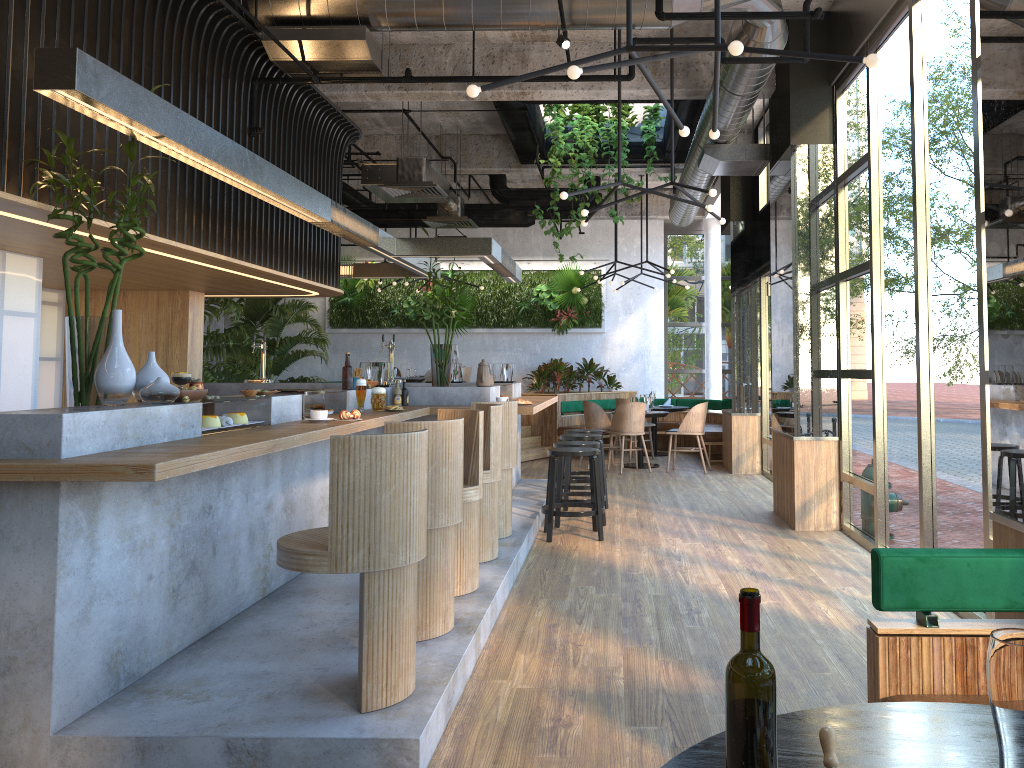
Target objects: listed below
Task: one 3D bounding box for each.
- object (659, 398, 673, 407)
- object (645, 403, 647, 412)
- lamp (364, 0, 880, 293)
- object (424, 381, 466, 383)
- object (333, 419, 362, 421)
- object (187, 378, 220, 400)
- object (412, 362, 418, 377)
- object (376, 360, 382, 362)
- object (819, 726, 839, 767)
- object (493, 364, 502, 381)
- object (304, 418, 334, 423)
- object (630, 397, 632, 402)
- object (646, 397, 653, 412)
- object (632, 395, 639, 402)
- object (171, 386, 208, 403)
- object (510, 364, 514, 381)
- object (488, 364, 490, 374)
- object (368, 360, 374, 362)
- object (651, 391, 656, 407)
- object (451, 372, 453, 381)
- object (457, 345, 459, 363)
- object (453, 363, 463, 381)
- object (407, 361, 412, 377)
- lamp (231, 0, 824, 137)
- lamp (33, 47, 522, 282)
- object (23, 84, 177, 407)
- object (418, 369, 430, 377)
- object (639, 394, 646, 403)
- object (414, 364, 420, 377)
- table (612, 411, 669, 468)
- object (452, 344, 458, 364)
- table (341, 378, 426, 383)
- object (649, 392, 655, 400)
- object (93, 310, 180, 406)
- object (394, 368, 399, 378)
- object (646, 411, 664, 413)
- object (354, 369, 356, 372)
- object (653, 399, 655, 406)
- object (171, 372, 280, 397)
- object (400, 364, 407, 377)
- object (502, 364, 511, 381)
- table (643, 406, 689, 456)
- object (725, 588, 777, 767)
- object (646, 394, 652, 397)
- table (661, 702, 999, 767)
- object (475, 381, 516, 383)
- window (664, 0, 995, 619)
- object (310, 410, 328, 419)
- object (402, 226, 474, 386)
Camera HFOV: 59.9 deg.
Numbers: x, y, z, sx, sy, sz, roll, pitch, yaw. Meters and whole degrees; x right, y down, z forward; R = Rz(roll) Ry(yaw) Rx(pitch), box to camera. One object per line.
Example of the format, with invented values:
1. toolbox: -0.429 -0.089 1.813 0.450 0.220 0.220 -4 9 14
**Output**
1. object: 2.430 0.298 14.026 0.238 0.139 0.227 0 0 -12
2. object: 1.861 0.322 12.586 0.223 0.139 0.242 0 0 30
3. lamp: -0.738 -2.269 5.402 5.064 1.827 18.957 0 1 6
4. object: -0.716 -0.021 9.676 0.436 0.019 0.273 0 1 3
5. object: -0.964 0.210 5.209 0.163 0.005 0.171 0 1 16
6. object: -1.514 0.023 4.350 0.161 0.107 0.086 0 -2 -40
7. object: -1.620 -0.247 14.861 0.095 0.246 0.090 1 -3 -13
8. object: -1.811 -0.200 12.046 0.096 0.246 0.089 2 -3 -24
9. object: 0.451 0.499 1.148 0.143 0.124 0.097 0 -2 -15
10. object: -0.160 -0.117 9.695 0.102 0.210 0.108 -1 -3 19
11. object: -1.093 0.206 5.022 0.161 0.020 0.160 0 1 1
12. object: 1.697 0.286 12.381 0.105 0.210 0.105 0 -3 4
13. object: 1.925 0.285 12.410 0.100 0.210 0.110 -2 -4 44
14. object: 1.703 0.269 12.265 0.093 0.246 0.092 0 -3 -2
15. object: -1.497 0.046 3.979 0.188 0.073 0.232 0 1 24
16. object: -0.035 -0.118 9.741 0.102 0.210 0.108 -1 -3 19
17. object: -0.288 -0.116 9.635 0.106 0.210 0.104 0 -3 -1
18. object: -1.874 -0.195 11.786 0.089 0.246 0.096 -2 -4 32
19. object: 2.247 0.238 14.135 0.095 0.246 0.090 1 -3 -13
20. object: -0.698 -0.118 9.633 0.107 0.210 0.103 1 -3 -11
21. object: -0.634 -0.329 9.743 0.107 0.210 0.103 1 -3 -11
22. object: -0.584 -0.118 9.618 0.106 0.210 0.104 0 -3 -1
23. object: -1.593 -0.229 13.780 0.095 0.246 0.090 1 -3 -13
24. lamp: -0.234 -2.356 1.101 3.780 1.534 10.041 0 1 3
25. lamp: -2.430 -2.138 6.407 4.994 2.138 6.711 0 1 -1
26. object: -1.751 -0.539 3.798 0.641 1.554 0.611 -2 -4 43
27. object: -1.437 -0.187 14.752 0.238 0.139 0.227 0 0 -12
28. object: 1.808 0.269 12.287 0.096 0.246 0.088 2 -3 -28
29. object: -2.641 -0.317 11.432 0.103 0.503 7.611 -1 1 16
30. table: 1.782 0.765 12.318 0.800 0.748 0.797 0 -1 1
31. object: -0.641 -0.327 9.652 0.107 0.210 0.103 1 -3 -11
32. table: -1.721 0.302 11.893 1.120 0.753 1.077 0 -1 -10
33. object: 2.183 0.242 13.875 0.095 0.246 0.090 1 -3 -13
34. object: -1.590 -0.110 3.749 0.330 0.399 0.304 1 -2 -37
35. object: -1.628 -0.139 11.938 0.224 0.139 0.241 0 0 27
36. object: 1.959 0.383 12.229 0.165 0.019 0.243 -1 1 -41
37. object: -2.070 -0.139 11.953 0.234 0.139 0.231 0 0 -2
38. object: 2.258 0.253 14.302 0.100 0.210 0.110 -2 -3 39
39. object: -1.449 0.005 4.605 0.208 0.135 0.813 0 1 13
40. object: -2.621 -0.306 10.750 0.103 0.503 6.216 -1 1 18
41. object: -0.059 -0.116 9.633 0.102 0.210 0.108 -1 -3 19
42. table: 2.240 0.739 13.978 1.143 0.753 1.054 0 -1 -27
43. object: 0.322 0.430 1.198 0.066 0.300 0.070 -1 -4 20
44. object: 2.115 0.263 13.734 0.100 0.210 0.110 -2 -3 39
45. table: 0.662 0.958 1.027 1.143 0.753 1.054 0 -1 -27
46. object: -0.168 -0.021 9.662 0.436 0.019 0.273 0 1 3
47. window: 0.603 -1.995 5.597 4.121 6.508 20.420 0 1 7
48. object: -1.113 0.178 5.026 0.136 0.064 0.108 0 0 -17
49. object: -0.642 -0.608 7.876 0.665 1.554 0.590 0 -3 9
